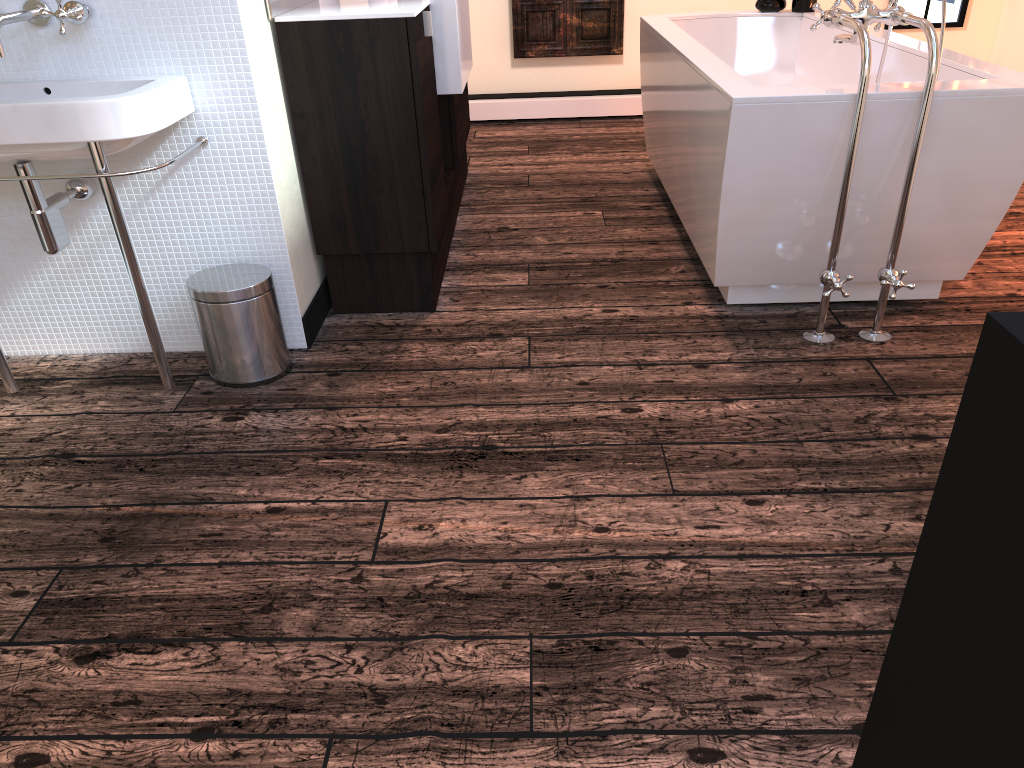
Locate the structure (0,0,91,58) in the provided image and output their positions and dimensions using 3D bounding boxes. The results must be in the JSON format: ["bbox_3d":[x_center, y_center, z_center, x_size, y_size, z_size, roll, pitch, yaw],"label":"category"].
[{"bbox_3d":[-1.095,-0.889,1.968,0.298,0.124,0.232,-1,31,2],"label":"structure"}]

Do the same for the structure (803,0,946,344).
[{"bbox_3d":[0.921,-0.722,2.364,0.384,1.140,0.544,6,32,14],"label":"structure"}]

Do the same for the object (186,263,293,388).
[{"bbox_3d":[-0.727,-0.175,2.376,0.221,0.312,0.220,-21,36,-28],"label":"object"}]

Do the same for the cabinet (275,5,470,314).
[{"bbox_3d":[-0.390,-1.104,3.317,0.386,0.939,1.823,-1,31,2],"label":"cabinet"}]

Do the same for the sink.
[{"bbox_3d":[-1.098,-0.394,2.211,0.681,0.799,0.340,-1,31,2],"label":"sink"}]

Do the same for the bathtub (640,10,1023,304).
[{"bbox_3d":[0.967,-1.035,3.271,0.799,0.706,2.177,-1,30,2],"label":"bathtub"}]

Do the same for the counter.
[{"bbox_3d":[-0.374,-1.389,3.143,0.442,0.301,1.823,-1,30,2],"label":"counter"}]

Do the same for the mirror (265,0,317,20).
[{"bbox_3d":[-0.632,-2.641,3.157,0.011,1.877,3.177,-1,31,2],"label":"mirror"}]

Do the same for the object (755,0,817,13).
[{"bbox_3d":[1.190,-1.910,3.822,0.275,0.233,0.154,15,35,27],"label":"object"}]

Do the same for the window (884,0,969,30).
[{"bbox_3d":[2.381,-2.610,4.982,0.449,0.714,0.045,-1,31,2],"label":"window"}]

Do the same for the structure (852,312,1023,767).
[{"bbox_3d":[0.818,0.499,0.570,0.869,0.876,0.786,-1,31,2],"label":"structure"}]
